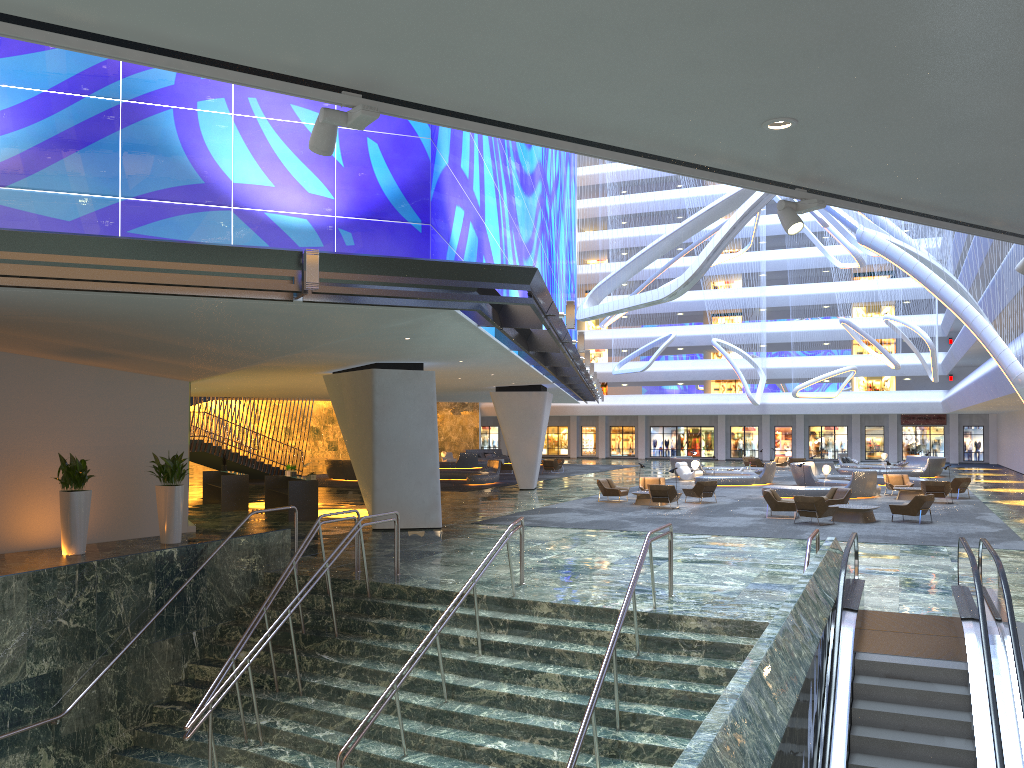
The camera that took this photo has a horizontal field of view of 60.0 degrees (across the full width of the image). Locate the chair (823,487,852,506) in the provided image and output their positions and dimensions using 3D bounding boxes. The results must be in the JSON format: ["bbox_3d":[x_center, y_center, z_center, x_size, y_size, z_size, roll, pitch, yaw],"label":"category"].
[{"bbox_3d":[9.331,3.422,25.824,0.939,0.766,0.930,1,-2,-15],"label":"chair"}]

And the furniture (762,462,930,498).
[{"bbox_3d":[12.853,3.751,35.378,5.187,0.969,9.932,-2,-4,41],"label":"furniture"}]

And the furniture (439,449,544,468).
[{"bbox_3d":[-2.271,4.843,57.966,5.187,0.969,9.932,-2,-4,41],"label":"furniture"}]

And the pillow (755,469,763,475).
[{"bbox_3d":[11.244,3.904,39.429,0.692,0.262,0.878,-2,-3,32],"label":"pillow"}]

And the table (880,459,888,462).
[{"bbox_3d":[22.353,4.826,53.284,0.418,0.595,0.428,0,-1,-2],"label":"table"}]

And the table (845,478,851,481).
[{"bbox_3d":[14.466,4.134,36.827,1.203,0.392,1.204,-1,-3,24],"label":"table"}]

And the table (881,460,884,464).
[{"bbox_3d":[21.814,4.762,52.137,0.418,0.595,0.428,1,-2,-22],"label":"table"}]

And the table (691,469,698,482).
[{"bbox_3d":[8.458,4.224,41.022,0.418,0.595,0.428,0,-1,-2],"label":"table"}]

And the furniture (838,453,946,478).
[{"bbox_3d":[20.569,4.380,48.407,5.186,0.969,9.935,-1,-3,20],"label":"furniture"}]

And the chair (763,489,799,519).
[{"bbox_3d":[7.587,3.378,24.920,0.939,0.766,0.930,-1,-2,26],"label":"chair"}]

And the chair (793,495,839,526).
[{"bbox_3d":[7.919,3.296,23.234,0.939,0.766,0.930,2,-3,-39],"label":"chair"}]

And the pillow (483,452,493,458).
[{"bbox_3d":[-1.600,4.940,61.731,0.775,0.366,0.317,1,-2,-25],"label":"pillow"}]

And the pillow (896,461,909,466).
[{"bbox_3d":[21.112,4.315,47.916,0.692,0.262,0.878,1,-3,-14],"label":"pillow"}]

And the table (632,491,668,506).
[{"bbox_3d":[4.595,3.766,29.214,1.203,0.392,1.204,-1,-3,24],"label":"table"}]

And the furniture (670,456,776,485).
[{"bbox_3d":[10.023,4.111,42.832,5.185,0.969,9.936,-1,-3,16],"label":"furniture"}]

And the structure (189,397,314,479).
[{"bbox_3d":[-15.709,1.854,43.742,11.983,6.243,16.502,-1,-3,24],"label":"structure"}]

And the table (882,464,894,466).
[{"bbox_3d":[21.499,4.808,50.772,0.671,0.406,0.674,-1,-2,20],"label":"table"}]

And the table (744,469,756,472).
[{"bbox_3d":[12.049,4.511,44.632,0.673,0.406,0.671,1,-2,-14],"label":"table"}]

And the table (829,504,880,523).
[{"bbox_3d":[9.255,3.514,24.008,1.203,0.392,1.203,-2,-3,42],"label":"table"}]

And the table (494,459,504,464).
[{"bbox_3d":[-0.850,5.238,59.663,0.671,0.406,0.674,1,-2,-22],"label":"table"}]

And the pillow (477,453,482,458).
[{"bbox_3d":[-2.431,4.907,61.114,0.315,0.386,0.785,-1,-3,40],"label":"pillow"}]

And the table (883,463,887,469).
[{"bbox_3d":[20.079,4.547,47.692,0.418,0.595,0.428,-1,-2,20],"label":"table"}]

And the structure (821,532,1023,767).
[{"bbox_3d":[2.307,5.736,3.059,3.017,8.234,19.844,0,-2,24],"label":"structure"}]

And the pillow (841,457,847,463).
[{"bbox_3d":[19.602,4.475,52.138,0.295,0.368,0.769,-1,-3,36],"label":"pillow"}]

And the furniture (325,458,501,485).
[{"bbox_3d":[-4.873,4.083,42.262,9.930,0.969,5.188,-2,-4,41],"label":"furniture"}]

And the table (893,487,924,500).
[{"bbox_3d":[14.060,3.861,31.186,1.203,0.392,1.204,-1,-3,23],"label":"table"}]

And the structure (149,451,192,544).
[{"bbox_3d":[-7.552,2.484,19.581,1.022,2.050,0.773,0,-1,2],"label":"structure"}]

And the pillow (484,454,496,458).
[{"bbox_3d":[-1.563,4.974,61.537,0.692,0.262,0.878,-1,-3,14],"label":"pillow"}]

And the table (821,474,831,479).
[{"bbox_3d":[12.877,4.000,36.391,0.418,0.595,0.428,-1,-2,23],"label":"table"}]

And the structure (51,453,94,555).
[{"bbox_3d":[-8.833,2.401,17.870,0.772,2.050,1.023,0,-1,-5],"label":"structure"}]

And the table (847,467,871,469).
[{"bbox_3d":[18.517,4.641,47.302,1.203,0.392,1.204,-1,-3,24],"label":"table"}]

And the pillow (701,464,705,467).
[{"bbox_3d":[9.958,4.337,47.071,0.443,0.207,0.445,1,-3,-15],"label":"pillow"}]

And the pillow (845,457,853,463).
[{"bbox_3d":[19.806,4.448,52.086,0.315,0.386,0.785,-1,-3,39],"label":"pillow"}]

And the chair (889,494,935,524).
[{"bbox_3d":[10.705,3.319,23.692,0.930,0.766,0.939,2,-3,-42],"label":"chair"}]

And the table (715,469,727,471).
[{"bbox_3d":[10.573,4.528,44.979,0.674,0.406,0.671,-2,-3,43],"label":"table"}]

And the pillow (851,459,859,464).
[{"bbox_3d":[20.113,4.548,52.268,0.684,0.280,0.874,1,-3,-29],"label":"pillow"}]

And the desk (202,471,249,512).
[{"bbox_3d":[-9.128,3.373,28.169,0.814,1.096,2.979,1,-3,-30],"label":"desk"}]

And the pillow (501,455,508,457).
[{"bbox_3d":[-0.525,5.051,61.818,0.443,0.207,0.445,0,-2,10],"label":"pillow"}]

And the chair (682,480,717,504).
[{"bbox_3d":[6.339,3.610,29.719,0.929,0.766,0.939,1,-2,-33],"label":"chair"}]

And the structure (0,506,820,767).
[{"bbox_3d":[-3.759,5.875,5.247,9.306,8.394,19.748,-1,-3,24],"label":"structure"}]

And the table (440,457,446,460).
[{"bbox_3d":[-4.440,4.995,56.970,0.418,0.595,0.428,-1,-2,23],"label":"table"}]

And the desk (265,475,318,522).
[{"bbox_3d":[-6.365,3.241,25.440,0.814,1.096,2.979,1,-3,-28],"label":"desk"}]
